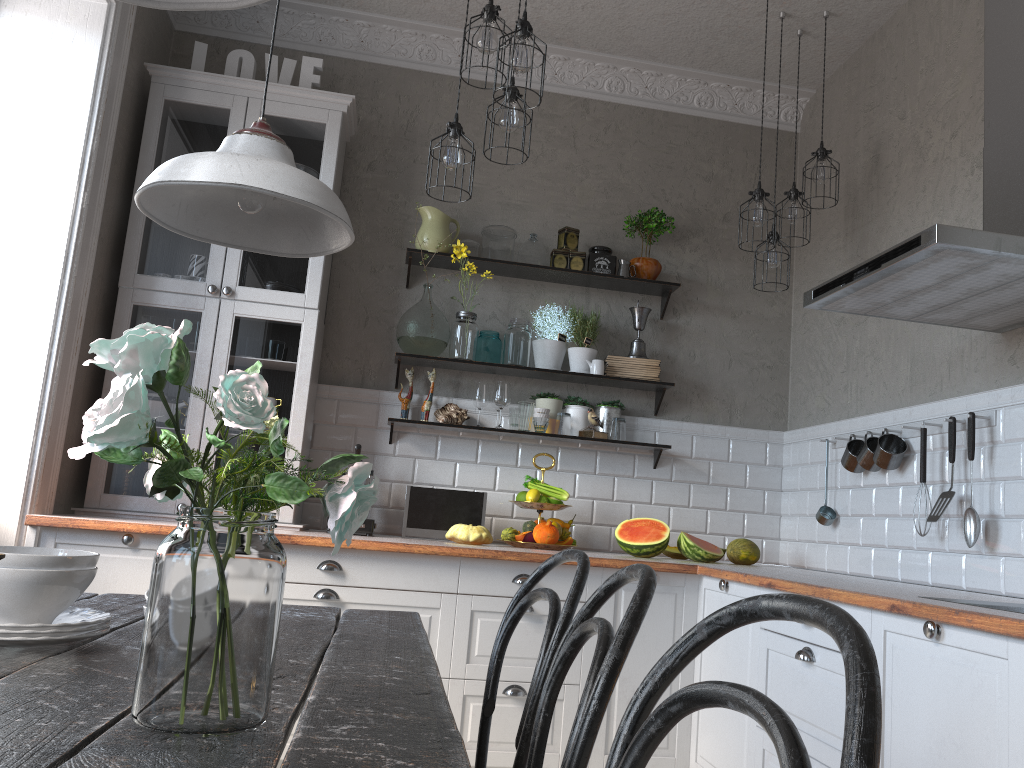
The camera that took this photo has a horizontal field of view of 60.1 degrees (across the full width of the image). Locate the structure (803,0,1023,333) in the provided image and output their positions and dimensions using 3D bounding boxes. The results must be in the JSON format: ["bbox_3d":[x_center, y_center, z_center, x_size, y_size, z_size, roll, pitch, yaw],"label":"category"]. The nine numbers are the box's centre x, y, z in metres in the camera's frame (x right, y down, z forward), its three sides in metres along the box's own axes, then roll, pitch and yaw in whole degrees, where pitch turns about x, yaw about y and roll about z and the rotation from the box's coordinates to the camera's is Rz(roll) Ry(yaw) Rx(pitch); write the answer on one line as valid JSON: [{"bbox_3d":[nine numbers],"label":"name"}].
[{"bbox_3d":[1.409,-1.041,2.701,0.717,1.596,0.707,6,-9,-8],"label":"structure"}]

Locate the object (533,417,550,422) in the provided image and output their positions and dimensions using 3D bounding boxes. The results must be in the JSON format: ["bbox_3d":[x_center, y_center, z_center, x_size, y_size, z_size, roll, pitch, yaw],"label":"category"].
[{"bbox_3d":[0.133,0.183,4.079,0.078,0.051,0.076,7,-9,-16],"label":"object"}]

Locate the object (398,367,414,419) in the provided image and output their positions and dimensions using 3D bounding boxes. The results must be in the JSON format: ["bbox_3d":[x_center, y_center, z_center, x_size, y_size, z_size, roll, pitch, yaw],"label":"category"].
[{"bbox_3d":[-0.488,0.048,4.090,0.054,0.264,0.060,12,-11,-37],"label":"object"}]

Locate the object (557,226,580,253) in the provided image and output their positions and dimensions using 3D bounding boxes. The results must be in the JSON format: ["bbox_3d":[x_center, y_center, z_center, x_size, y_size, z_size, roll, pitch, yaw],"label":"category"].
[{"bbox_3d":[0.272,-0.692,4.285,0.084,0.113,0.081,10,-10,-28],"label":"object"}]

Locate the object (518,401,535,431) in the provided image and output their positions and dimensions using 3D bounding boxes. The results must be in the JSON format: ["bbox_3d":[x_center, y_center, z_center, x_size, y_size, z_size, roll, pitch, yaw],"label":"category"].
[{"bbox_3d":[0.062,0.156,4.114,0.080,0.139,0.077,11,-11,-35],"label":"object"}]

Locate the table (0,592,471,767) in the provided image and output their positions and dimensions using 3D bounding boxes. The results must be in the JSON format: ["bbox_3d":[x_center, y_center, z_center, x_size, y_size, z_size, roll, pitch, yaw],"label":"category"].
[{"bbox_3d":[-0.566,0.730,1.086,0.911,0.735,1.906,6,-9,-8],"label":"table"}]

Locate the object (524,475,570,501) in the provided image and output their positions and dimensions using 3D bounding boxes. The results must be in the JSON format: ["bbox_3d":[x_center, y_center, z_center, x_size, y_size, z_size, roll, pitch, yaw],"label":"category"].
[{"bbox_3d":[0.151,0.459,3.911,0.211,0.101,0.067,5,-9,-3],"label":"object"}]

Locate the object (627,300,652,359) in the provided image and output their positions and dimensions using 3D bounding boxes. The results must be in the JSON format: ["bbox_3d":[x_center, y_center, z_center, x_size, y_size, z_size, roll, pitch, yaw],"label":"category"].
[{"bbox_3d":[0.620,-0.252,4.328,0.133,0.288,0.128,9,-10,-23],"label":"object"}]

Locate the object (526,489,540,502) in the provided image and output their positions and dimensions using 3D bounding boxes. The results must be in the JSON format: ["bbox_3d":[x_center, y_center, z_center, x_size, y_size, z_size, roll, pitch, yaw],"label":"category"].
[{"bbox_3d":[0.091,0.489,3.852,0.059,0.069,0.079,3,-9,11],"label":"object"}]

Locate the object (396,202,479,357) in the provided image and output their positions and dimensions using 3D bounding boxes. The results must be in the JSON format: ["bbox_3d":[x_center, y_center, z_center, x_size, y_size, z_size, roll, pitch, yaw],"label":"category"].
[{"bbox_3d":[-0.390,-0.458,4.097,0.341,0.675,0.331,12,-12,-40],"label":"object"}]

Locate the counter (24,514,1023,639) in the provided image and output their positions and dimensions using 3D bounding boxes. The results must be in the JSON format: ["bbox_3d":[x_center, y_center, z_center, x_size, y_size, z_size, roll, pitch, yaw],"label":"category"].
[{"bbox_3d":[0.028,0.513,2.479,3.183,0.039,3.366,6,-9,-8],"label":"counter"}]

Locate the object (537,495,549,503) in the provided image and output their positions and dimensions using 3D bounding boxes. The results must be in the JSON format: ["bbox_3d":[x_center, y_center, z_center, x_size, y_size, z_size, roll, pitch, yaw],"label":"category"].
[{"bbox_3d":[0.128,0.517,3.869,0.064,0.061,0.066,6,-9,-9],"label":"object"}]

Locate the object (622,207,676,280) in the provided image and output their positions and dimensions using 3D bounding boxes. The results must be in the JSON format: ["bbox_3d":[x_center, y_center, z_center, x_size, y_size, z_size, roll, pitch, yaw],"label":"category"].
[{"bbox_3d":[0.677,-0.677,4.370,0.258,0.397,0.243,2,-9,16],"label":"object"}]

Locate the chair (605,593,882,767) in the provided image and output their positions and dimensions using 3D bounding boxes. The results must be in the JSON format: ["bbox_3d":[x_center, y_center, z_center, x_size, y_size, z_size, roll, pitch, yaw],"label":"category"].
[{"bbox_3d":[-0.035,0.609,0.641,0.554,0.921,0.434,7,-9,-11],"label":"chair"}]

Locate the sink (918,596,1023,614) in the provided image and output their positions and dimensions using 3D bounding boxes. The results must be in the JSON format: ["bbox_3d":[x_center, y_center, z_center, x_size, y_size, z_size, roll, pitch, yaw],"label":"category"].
[{"bbox_3d":[1.325,0.426,2.068,0.532,0.721,0.482,6,-9,-9],"label":"sink"}]

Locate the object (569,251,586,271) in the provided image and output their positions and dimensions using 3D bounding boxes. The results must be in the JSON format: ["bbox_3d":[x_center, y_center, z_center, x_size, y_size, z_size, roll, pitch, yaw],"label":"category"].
[{"bbox_3d":[0.314,-0.575,4.285,0.083,0.113,0.083,5,-9,1],"label":"object"}]

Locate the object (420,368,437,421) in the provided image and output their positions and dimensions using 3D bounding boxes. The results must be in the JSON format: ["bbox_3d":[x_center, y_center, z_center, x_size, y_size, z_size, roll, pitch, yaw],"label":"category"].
[{"bbox_3d":[-0.382,0.057,4.093,0.052,0.264,0.062,0,-10,27],"label":"object"}]

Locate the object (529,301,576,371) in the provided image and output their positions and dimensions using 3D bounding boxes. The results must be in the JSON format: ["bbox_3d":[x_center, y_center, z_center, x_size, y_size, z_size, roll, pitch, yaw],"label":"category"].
[{"bbox_3d":[0.201,-0.219,4.274,0.243,0.354,0.236,3,-9,9],"label":"object"}]

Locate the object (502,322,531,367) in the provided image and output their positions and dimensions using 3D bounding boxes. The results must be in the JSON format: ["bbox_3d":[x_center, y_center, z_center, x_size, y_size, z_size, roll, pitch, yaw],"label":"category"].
[{"bbox_3d":[0.022,-0.177,4.143,0.123,0.206,0.126,3,-9,14],"label":"object"}]

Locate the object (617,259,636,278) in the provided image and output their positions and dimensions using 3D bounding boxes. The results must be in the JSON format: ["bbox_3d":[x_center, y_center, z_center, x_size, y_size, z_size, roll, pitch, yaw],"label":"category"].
[{"bbox_3d":[0.551,-0.549,4.276,0.094,0.096,0.074,6,-9,-8],"label":"object"}]

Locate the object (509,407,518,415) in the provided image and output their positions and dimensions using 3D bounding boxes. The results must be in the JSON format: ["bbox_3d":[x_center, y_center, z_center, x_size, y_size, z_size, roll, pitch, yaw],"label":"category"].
[{"bbox_3d":[0.022,0.158,4.183,0.077,0.083,0.078,3,-9,9],"label":"object"}]

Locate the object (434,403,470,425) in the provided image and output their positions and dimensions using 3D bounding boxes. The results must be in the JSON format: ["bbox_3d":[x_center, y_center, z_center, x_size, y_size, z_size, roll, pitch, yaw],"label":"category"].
[{"bbox_3d":[-0.283,0.138,4.074,0.180,0.111,0.094,10,-10,-31],"label":"object"}]

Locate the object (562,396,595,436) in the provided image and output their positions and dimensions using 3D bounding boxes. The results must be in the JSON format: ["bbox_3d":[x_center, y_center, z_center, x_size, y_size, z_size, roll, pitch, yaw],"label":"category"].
[{"bbox_3d":[0.309,0.161,4.252,0.171,0.214,0.149,1,-10,21],"label":"object"}]

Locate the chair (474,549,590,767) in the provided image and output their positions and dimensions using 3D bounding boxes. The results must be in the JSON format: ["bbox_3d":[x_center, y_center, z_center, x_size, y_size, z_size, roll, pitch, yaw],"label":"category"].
[{"bbox_3d":[-0.163,0.754,1.635,0.554,0.921,0.434,7,-9,-11],"label":"chair"}]

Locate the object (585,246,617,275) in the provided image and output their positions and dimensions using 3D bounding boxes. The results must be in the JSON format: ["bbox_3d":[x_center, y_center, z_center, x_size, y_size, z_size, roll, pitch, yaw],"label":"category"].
[{"bbox_3d":[0.431,-0.585,4.359,0.143,0.174,0.141,6,-9,-8],"label":"object"}]

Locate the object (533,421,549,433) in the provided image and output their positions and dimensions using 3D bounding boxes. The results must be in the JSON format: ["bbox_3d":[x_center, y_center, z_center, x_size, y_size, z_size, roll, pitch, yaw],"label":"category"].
[{"bbox_3d":[0.132,0.200,4.076,0.078,0.051,0.076,7,-9,-16],"label":"object"}]

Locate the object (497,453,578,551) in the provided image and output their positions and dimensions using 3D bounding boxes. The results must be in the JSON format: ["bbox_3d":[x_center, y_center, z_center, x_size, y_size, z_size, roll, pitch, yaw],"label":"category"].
[{"bbox_3d":[0.128,0.517,3.925,0.357,0.426,0.346,9,-10,-23],"label":"object"}]

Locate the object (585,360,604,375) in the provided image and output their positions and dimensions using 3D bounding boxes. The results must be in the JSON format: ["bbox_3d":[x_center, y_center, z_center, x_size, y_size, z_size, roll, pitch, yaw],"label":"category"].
[{"bbox_3d":[0.402,-0.075,4.172,0.104,0.071,0.063,1,-10,21],"label":"object"}]

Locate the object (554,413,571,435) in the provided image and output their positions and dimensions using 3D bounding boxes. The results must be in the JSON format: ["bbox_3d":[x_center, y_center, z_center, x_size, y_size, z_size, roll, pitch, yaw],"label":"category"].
[{"bbox_3d":[0.240,0.192,4.153,0.078,0.108,0.077,7,-9,-15],"label":"object"}]

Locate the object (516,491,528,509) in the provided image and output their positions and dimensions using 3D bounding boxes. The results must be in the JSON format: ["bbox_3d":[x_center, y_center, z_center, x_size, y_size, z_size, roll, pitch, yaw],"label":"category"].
[{"bbox_3d":[0.065,0.513,3.919,0.097,0.078,0.099,8,-10,-21],"label":"object"}]

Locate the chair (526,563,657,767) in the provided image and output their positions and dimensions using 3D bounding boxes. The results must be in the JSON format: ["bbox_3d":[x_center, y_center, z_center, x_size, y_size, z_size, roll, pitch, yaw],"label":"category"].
[{"bbox_3d":[-0.114,0.684,1.161,0.550,0.921,0.437,5,-9,-1],"label":"chair"}]

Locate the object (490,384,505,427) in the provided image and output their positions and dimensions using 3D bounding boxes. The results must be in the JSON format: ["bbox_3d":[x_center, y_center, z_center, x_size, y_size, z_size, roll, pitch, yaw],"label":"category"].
[{"bbox_3d":[-0.063,0.113,4.155,0.083,0.217,0.080,9,-10,-22],"label":"object"}]

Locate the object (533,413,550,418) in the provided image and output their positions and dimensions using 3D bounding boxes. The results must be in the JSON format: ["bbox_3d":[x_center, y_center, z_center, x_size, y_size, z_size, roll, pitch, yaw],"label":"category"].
[{"bbox_3d":[0.135,0.166,4.082,0.076,0.051,0.078,3,-9,10],"label":"object"}]

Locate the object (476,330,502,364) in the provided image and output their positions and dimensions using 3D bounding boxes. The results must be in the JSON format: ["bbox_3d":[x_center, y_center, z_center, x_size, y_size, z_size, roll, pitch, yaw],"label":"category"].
[{"bbox_3d":[-0.114,-0.161,4.207,0.126,0.172,0.125,6,-9,-5],"label":"object"}]

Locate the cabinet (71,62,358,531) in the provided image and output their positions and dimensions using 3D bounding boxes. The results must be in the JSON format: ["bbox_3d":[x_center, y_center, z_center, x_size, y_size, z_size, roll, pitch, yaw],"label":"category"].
[{"bbox_3d":[-1.232,-0.341,3.856,0.885,1.922,0.385,6,-9,-9],"label":"cabinet"}]

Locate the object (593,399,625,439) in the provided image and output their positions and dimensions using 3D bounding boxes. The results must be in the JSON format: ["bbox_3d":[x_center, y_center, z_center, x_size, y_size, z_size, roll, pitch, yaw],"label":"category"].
[{"bbox_3d":[0.471,0.181,4.287,0.160,0.213,0.151,7,-9,-11],"label":"object"}]

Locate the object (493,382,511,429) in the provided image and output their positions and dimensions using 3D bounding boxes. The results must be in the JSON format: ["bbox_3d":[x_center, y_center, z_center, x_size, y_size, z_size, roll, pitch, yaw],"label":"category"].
[{"bbox_3d":[-0.048,0.101,4.068,0.083,0.217,0.080,9,-10,-22],"label":"object"}]

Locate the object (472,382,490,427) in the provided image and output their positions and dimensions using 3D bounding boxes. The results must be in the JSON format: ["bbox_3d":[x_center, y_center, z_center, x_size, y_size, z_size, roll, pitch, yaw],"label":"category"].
[{"bbox_3d":[-0.149,0.104,4.144,0.083,0.217,0.080,9,-10,-22],"label":"object"}]

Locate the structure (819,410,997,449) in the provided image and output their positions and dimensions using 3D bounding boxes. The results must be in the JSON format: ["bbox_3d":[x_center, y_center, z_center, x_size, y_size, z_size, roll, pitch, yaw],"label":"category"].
[{"bbox_3d":[1.469,0.183,3.415,0.095,0.053,1.078,6,-9,-7],"label":"structure"}]

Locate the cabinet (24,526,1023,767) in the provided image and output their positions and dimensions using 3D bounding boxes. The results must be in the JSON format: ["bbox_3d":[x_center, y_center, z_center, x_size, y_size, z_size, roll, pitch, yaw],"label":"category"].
[{"bbox_3d":[0.419,0.985,2.634,4.110,0.855,2.027,-2,-11,37],"label":"cabinet"}]

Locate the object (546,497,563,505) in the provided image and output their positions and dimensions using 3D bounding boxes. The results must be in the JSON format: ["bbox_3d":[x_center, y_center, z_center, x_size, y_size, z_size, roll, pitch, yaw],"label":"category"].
[{"bbox_3d":[0.178,0.530,3.912,0.077,0.062,0.098,11,-11,-35],"label":"object"}]

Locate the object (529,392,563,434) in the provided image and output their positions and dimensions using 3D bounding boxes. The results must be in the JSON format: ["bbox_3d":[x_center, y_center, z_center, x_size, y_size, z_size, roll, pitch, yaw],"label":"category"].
[{"bbox_3d":[0.157,0.139,4.218,0.159,0.217,0.153,10,-10,-28],"label":"object"}]

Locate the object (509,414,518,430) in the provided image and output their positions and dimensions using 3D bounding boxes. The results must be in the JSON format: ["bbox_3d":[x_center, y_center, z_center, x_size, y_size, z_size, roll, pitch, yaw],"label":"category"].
[{"bbox_3d":[0.019,0.190,4.178,0.077,0.083,0.078,3,-9,9],"label":"object"}]

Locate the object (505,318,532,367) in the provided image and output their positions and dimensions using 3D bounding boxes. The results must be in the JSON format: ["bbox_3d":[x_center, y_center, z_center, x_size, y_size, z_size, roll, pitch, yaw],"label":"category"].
[{"bbox_3d":[0.027,-0.181,4.298,0.132,0.264,0.131,5,-9,-3],"label":"object"}]

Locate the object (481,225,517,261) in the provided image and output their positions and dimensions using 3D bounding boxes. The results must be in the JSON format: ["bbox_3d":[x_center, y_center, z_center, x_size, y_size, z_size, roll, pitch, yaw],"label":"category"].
[{"bbox_3d":[-0.067,-0.650,4.236,0.169,0.184,0.175,0,-10,30],"label":"object"}]

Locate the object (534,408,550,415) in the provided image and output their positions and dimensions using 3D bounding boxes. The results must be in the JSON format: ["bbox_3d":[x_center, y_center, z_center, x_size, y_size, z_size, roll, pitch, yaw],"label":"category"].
[{"bbox_3d":[0.137,0.141,4.086,0.078,0.051,0.076,8,-10,-23],"label":"object"}]

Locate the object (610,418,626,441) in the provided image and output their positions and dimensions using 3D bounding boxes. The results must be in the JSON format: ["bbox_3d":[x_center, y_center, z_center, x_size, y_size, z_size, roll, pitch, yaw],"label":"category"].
[{"bbox_3d":[0.501,0.216,4.172,0.078,0.108,0.077,7,-9,-15],"label":"object"}]

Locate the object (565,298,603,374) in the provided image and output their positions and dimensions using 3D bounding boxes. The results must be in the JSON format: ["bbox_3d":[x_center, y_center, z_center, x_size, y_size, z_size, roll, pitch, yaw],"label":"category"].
[{"bbox_3d":[0.340,-0.224,4.247,0.166,0.380,0.188,-3,-12,42],"label":"object"}]

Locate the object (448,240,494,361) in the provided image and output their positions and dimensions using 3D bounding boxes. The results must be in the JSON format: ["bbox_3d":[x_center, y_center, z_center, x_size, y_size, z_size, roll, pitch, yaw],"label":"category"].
[{"bbox_3d":[-0.217,-0.379,4.073,0.194,0.540,0.277,8,-9,-16],"label":"object"}]

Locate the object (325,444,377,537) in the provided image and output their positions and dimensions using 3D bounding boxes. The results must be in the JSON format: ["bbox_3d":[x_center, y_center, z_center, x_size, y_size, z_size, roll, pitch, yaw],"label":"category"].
[{"bbox_3d":[-0.661,0.449,3.737,0.207,0.370,0.351,6,-9,-8],"label":"object"}]

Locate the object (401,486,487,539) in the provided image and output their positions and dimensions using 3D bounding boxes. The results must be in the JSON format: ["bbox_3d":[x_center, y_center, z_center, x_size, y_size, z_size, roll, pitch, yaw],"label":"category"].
[{"bbox_3d":[-0.296,0.573,3.876,0.354,0.226,0.087,6,-9,-9],"label":"object"}]

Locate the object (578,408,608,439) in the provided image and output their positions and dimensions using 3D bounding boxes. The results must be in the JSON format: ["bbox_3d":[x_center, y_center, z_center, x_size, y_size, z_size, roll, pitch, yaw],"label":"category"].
[{"bbox_3d":[0.392,0.190,4.174,0.121,0.147,0.098,13,-12,-40],"label":"object"}]

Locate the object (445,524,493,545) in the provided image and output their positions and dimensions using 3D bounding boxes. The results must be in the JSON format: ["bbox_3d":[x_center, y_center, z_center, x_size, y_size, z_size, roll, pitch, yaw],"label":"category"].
[{"bbox_3d":[-0.177,0.625,3.684,0.198,0.083,0.188,6,-9,-8],"label":"object"}]

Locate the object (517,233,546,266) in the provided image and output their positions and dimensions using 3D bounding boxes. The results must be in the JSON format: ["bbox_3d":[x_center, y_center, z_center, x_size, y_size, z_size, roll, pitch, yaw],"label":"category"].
[{"bbox_3d":[0.098,-0.634,4.361,0.137,0.220,0.143,-3,-12,40],"label":"object"}]

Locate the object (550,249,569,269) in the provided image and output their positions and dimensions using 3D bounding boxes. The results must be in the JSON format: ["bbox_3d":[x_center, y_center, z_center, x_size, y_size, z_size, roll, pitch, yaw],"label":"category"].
[{"bbox_3d":[0.227,-0.584,4.274,0.083,0.113,0.082,6,-9,-8],"label":"object"}]
